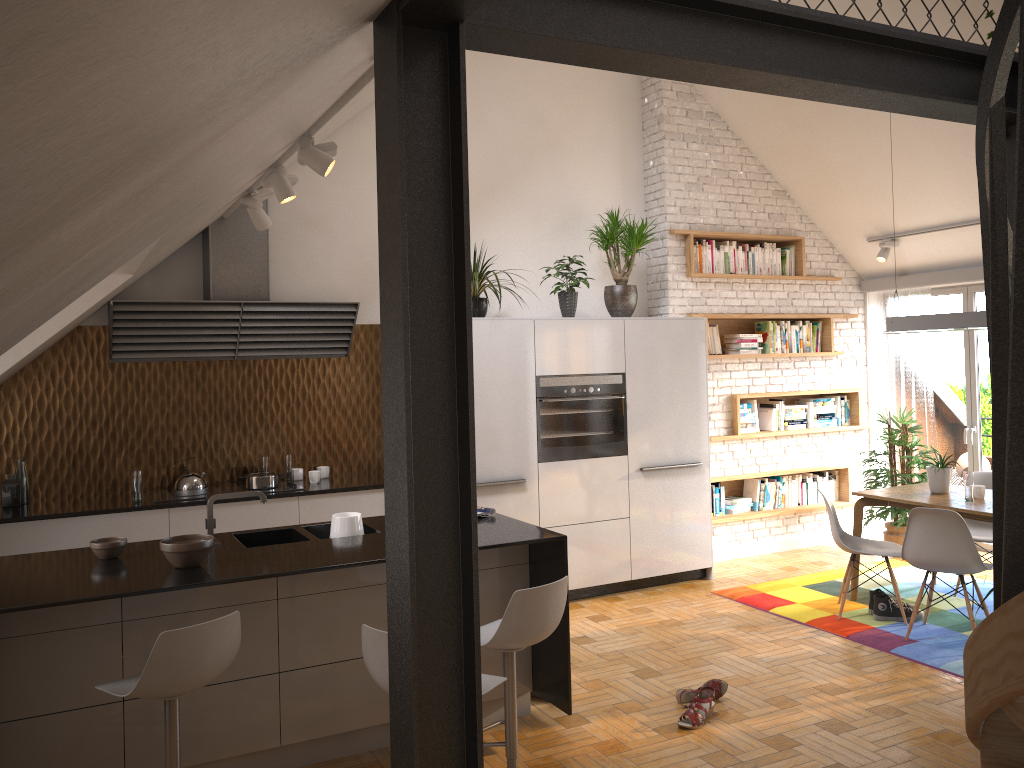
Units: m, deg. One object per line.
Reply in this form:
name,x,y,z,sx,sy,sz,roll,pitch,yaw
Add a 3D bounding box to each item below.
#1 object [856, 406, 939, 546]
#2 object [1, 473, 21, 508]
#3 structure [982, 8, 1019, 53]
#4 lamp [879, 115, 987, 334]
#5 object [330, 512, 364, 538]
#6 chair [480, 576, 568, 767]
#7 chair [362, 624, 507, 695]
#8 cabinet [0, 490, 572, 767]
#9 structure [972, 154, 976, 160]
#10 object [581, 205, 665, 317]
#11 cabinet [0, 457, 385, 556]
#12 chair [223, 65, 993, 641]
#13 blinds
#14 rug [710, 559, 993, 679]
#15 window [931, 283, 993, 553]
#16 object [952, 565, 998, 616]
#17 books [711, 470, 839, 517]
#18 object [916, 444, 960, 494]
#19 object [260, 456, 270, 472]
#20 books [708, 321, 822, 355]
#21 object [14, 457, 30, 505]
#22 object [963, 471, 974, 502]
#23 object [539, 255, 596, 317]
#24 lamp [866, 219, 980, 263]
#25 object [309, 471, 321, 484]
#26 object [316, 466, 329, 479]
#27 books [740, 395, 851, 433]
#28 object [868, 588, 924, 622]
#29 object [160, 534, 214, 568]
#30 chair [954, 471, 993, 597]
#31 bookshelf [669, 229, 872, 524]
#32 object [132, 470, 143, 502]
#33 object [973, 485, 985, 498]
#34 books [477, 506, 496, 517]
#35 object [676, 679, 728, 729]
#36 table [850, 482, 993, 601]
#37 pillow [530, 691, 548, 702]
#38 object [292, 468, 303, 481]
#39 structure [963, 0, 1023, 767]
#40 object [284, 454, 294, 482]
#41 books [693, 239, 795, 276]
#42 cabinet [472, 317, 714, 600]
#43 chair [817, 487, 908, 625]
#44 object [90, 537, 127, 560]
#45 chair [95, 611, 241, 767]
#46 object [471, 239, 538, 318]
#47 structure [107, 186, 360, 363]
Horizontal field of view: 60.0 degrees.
object,3.244,0.799,7.401,0.715,1.260,0.668,-2,0,30
object,-2.941,0.624,5.202,0.100,0.191,0.068,-1,-1,-27
structure,1.685,-1.544,2.659,1.305,1.871,0.458,-1,-1,-30
lamp,2.934,-1.251,5.603,0.269,1.820,1.345,-1,0,-27
object,-0.793,0.745,4.265,0.190,0.232,0.190,-2,0,26
chair,0.000,1.183,3.465,0.429,0.867,0.404,-2,-1,44
chair,-0.261,1.205,2.943,0.403,0.872,0.430,-2,-1,31
cabinet,-1.054,1.066,3.868,2.438,1.136,0.999,-2,0,-27
structure,1.725,-0.783,2.847,0.438,0.653,0.423,-2,0,3
object,0.889,-0.973,6.879,0.662,0.948,0.713,-2,0,12
cabinet,-2.131,0.916,5.428,3.092,0.916,0.623,-2,0,-27
chair,0.753,0.197,4.873,4.020,2.687,3.488,-2,1,-26
blinds,3.454,0.225,7.878,0.138,2.288,0.694,-1,-1,-30
rug,2.896,1.477,5.591,1.938,0.024,2.781,-2,2,-27
window,1.442,-0.633,2.931,8.634,4.468,7.780,-2,1,-27
object,1.204,0.449,1.756,0.528,0.592,0.457,-2,0,-39
books,2.193,0.954,7.807,1.679,0.284,0.237,-2,0,-25
object,2.841,0.560,5.883,0.234,0.330,0.214,-1,0,-21
object,-1.646,0.574,5.915,0.062,0.184,0.062,-1,-1,-37
books,2.155,-0.406,7.800,1.396,0.289,0.241,-2,0,-26
object,-2.941,0.580,5.306,0.089,0.274,0.089,-2,-1,40
object,2.860,0.640,5.547,0.062,0.184,0.062,-2,-1,27
object,0.392,-0.708,6.457,0.396,0.471,0.363,-2,0,-15
lamp,3.866,-1.131,6.160,0.207,0.262,3.488,-2,1,-26
object,-1.313,0.620,5.900,0.077,0.077,0.078,-2,0,-9
object,-1.310,0.614,6.141,0.077,0.077,0.078,-1,0,36
books,2.448,0.262,7.941,1.399,0.283,0.238,-2,0,-26
object,2.433,1.403,5.621,0.300,0.156,0.259,-1,1,8
object,-1.304,0.676,3.560,0.206,0.106,0.206,-1,1,32
chair,3.302,1.040,6.154,0.464,0.802,0.542,-2,0,32
bookshelf,2.250,-0.087,7.821,2.201,2.417,0.357,-2,-1,-27
object,-2.222,0.607,5.257,0.062,0.184,0.062,-1,-1,-37
object,2.977,0.688,5.659,0.077,0.077,0.078,-2,0,-9
books,-0.260,0.657,4.558,0.222,0.044,0.282,-3,2,-44
object,0.867,1.515,4.257,0.231,0.129,0.452,-1,1,28
table,2.993,1.105,5.571,0.851,0.755,1.465,-2,1,-27
pillow,0.131,1.405,4.589,0.320,0.390,0.424,-2,0,1
object,-1.469,0.620,6.066,0.078,0.077,0.077,-2,0,-39
structure,1.612,-0.252,1.277,1.628,3.820,2.247,-1,0,-12
object,-1.506,0.569,5.988,0.062,0.184,0.062,-1,-1,-31
books,1.937,-1.080,7.722,1.204,0.302,0.239,-2,0,-26
cabinet,0.344,0.526,6.570,2.251,2.003,0.824,-2,0,-27
chair,2.268,1.078,5.721,0.542,0.802,0.465,-2,0,20
object,-1.706,0.698,3.749,0.145,0.075,0.146,-1,1,32
chair,-1.168,1.224,3.062,0.429,0.867,0.404,-2,-1,36
object,-0.283,-0.743,6.255,1.018,0.584,0.921,-2,1,-9
structure,-1.809,-0.747,5.818,1.539,1.176,0.420,-2,0,-27
